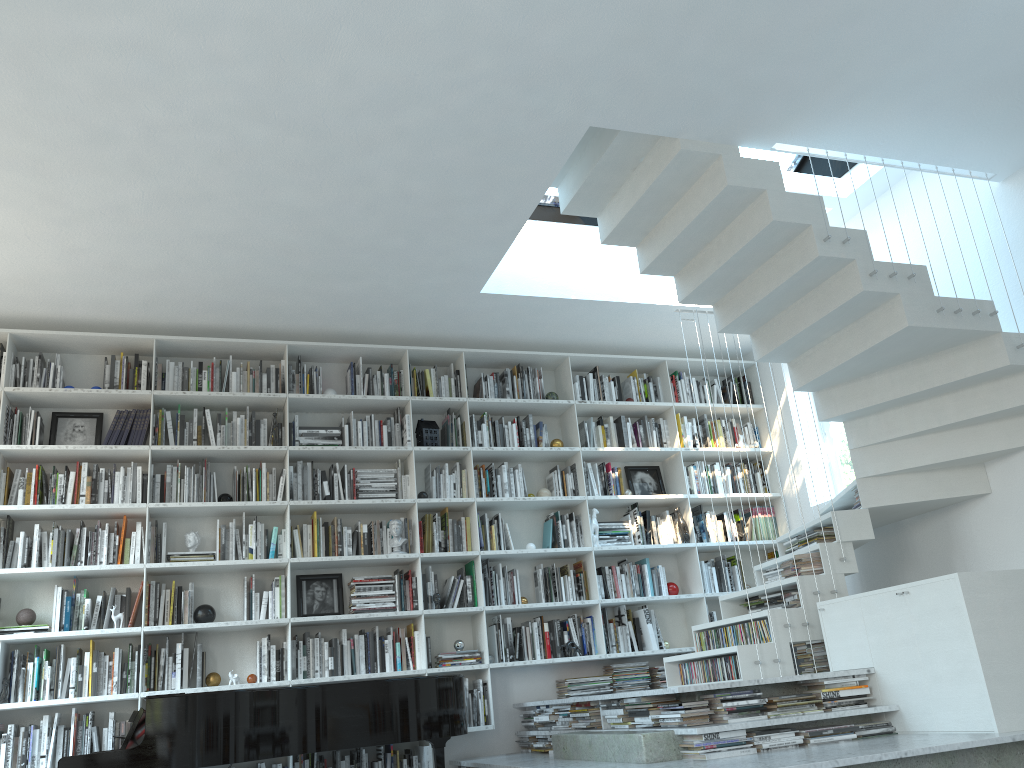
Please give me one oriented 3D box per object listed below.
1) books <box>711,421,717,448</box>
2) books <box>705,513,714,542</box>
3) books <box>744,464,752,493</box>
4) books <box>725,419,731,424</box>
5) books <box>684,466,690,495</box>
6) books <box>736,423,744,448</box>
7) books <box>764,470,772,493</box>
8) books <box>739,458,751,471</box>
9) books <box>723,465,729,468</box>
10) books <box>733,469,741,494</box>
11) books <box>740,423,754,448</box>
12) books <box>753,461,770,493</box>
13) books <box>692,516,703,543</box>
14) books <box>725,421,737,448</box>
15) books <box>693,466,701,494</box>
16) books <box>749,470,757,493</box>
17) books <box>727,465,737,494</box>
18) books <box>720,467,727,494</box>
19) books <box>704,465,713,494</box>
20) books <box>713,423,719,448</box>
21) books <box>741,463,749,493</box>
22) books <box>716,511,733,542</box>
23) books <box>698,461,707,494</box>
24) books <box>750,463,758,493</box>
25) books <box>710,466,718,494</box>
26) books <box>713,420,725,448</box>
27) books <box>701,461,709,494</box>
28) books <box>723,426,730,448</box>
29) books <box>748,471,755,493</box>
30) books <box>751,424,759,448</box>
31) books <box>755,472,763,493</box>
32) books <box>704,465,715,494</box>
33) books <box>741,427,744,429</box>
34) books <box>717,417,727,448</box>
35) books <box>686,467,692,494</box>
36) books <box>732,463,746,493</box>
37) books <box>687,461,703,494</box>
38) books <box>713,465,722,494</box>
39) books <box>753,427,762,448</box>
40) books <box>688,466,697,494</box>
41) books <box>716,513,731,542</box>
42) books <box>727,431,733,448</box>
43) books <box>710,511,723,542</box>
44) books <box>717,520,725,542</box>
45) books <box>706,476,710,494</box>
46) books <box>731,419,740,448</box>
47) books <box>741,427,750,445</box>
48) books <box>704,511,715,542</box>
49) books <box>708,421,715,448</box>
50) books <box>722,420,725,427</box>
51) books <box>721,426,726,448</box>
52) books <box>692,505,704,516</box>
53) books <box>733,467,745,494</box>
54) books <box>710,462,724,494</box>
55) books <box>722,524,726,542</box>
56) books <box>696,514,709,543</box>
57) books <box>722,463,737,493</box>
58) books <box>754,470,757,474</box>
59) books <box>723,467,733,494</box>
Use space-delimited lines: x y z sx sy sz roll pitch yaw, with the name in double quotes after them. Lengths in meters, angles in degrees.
1.574 0.437 7.085 0.012 0.237 0.166 1 -21 -20 "books"
1.485 1.137 6.847 0.026 0.245 0.181 1 -21 -20 "books"
1.847 0.795 7.116 0.028 0.267 0.174 1 -21 -20 "books"
1.769 0.446 7.248 0.011 0.293 0.151 1 -21 -20 "books"
1.333 0.788 6.937 0.012 0.253 0.161 1 -21 -20 "books"
1.837 0.461 7.250 0.070 0.253 0.155 1 -21 -20 "books"
2.027 0.824 7.176 0.021 0.218 0.184 1 -21 -20 "books"
1.903 0.776 7.170 0.013 0.329 0.140 1 -21 -20 "books"
1.723 0.799 7.102 0.010 0.272 0.130 1 -21 -20 "books"
1.766 0.816 7.107 0.028 0.236 0.146 1 -21 -20 "books"
1.923 0.465 7.289 0.029 0.257 0.163 1 -21 -20 "books"
1.995 0.789 7.176 0.042 0.291 0.187 1 -21 -20 "books"
1.401 1.149 6.843 0.066 0.235 0.144 1 -21 -20 "books"
1.762 0.453 7.217 0.022 0.260 0.161 1 -21 -20 "books"
1.410 0.788 6.960 0.026 0.255 0.174 1 -21 -20 "books"
1.896 0.821 7.132 0.025 0.219 0.178 1 -21 -20 "books"
1.716 0.797 7.073 0.023 0.257 0.184 1 -21 -20 "books"
1.653 0.803 7.064 0.012 0.253 0.161 1 -21 -20 "books"
1.524 0.790 7.003 0.013 0.259 0.159 1 -21 -20 "books"
1.590 0.441 7.078 0.013 0.221 0.175 1 -21 -20 "books"
1.826 0.791 7.113 0.013 0.276 0.188 1 -21 -20 "books"
1.649 1.141 6.922 0.029 0.258 0.172 1 -21 -20 "books"
1.466 0.775 7.000 0.022 0.296 0.162 1 -21 -20 "books"
1.920 0.795 7.159 0.013 0.282 0.149 1 -21 -20 "books"
1.565 0.791 7.016 0.024 0.258 0.157 1 -21 -20 "books"
1.607 0.440 7.111 0.042 0.241 0.248 1 -21 -20 "books"
1.486 0.774 6.995 0.012 0.291 0.166 1 -21 -20 "books"
1.694 0.472 7.179 0.013 0.212 0.187 1 -21 -20 "books"
1.876 0.821 7.114 0.025 0.211 0.189 1 -21 -20 "books"
1.956 0.471 7.298 0.040 0.245 0.160 1 -21 -20 "books"
1.949 0.831 7.138 0.029 0.194 0.192 1 -21 -20 "books"
1.538 0.789 7.019 0.025 0.270 0.153 1 -21 -20 "books"
1.895 0.483 7.288 0.023 0.227 0.131 1 -21 -20 "books"
1.675 0.438 7.200 0.010 0.294 0.166 1 -21 -20 "books"
1.347 0.795 6.954 0.026 0.249 0.161 1 -21 -20 "books"
1.813 0.789 7.113 0.012 0.282 0.152 1 -21 -20 "books"
1.432 0.770 6.959 0.014 0.284 0.186 1 -21 -20 "books"
1.588 0.790 7.023 0.022 0.261 0.173 1 -21 -20 "books"
1.987 0.479 7.286 0.011 0.215 0.170 1 -21 -20 "books"
1.380 0.787 6.937 0.023 0.246 0.182 1 -21 -20 "books"
1.629 1.142 6.903 0.022 0.246 0.181 1 -21 -20 "books"
1.733 0.496 7.212 0.034 0.182 0.157 1 -21 -20 "books"
1.544 1.131 6.870 0.056 0.260 0.177 1 -21 -20 "books"
1.584 1.166 6.871 0.023 0.188 0.170 1 -21 -20 "books"
1.505 0.832 6.995 0.027 0.179 0.157 1 -21 -20 "books"
1.790 0.446 7.243 0.023 0.286 0.163 1 -21 -20 "books"
1.883 0.481 7.256 0.023 0.213 0.181 1 -21 -20 "books"
1.503 1.133 6.868 0.022 0.264 0.157 1 -21 -20 "books"
1.558 0.434 7.080 0.022 0.241 0.145 1 -21 -20 "books"
1.701 0.449 7.219 0.024 0.280 0.154 1 -21 -20 "books"
1.665 0.469 7.175 0.023 0.219 0.172 1 -21 -20 "books"
1.457 1.108 6.870 0.012 0.320 0.142 1 -21 -20 "books"
1.794 0.806 7.109 0.025 0.251 0.160 1 -21 -20 "books"
1.610 0.782 7.039 0.030 0.282 0.167 1 -21 -20 "books"
1.602 1.177 6.898 0.030 0.183 0.137 1 -21 -20 "books"
1.451 1.138 6.835 0.022 0.242 0.171 1 -21 -20 "books"
1.740 0.789 7.107 0.024 0.290 0.133 1 -21 -20 "books"
1.961 0.828 7.183 0.024 0.229 0.131 1 -21 -20 "books"
1.687 0.800 7.054 0.045 0.244 0.177 1 -21 -20 "books"
